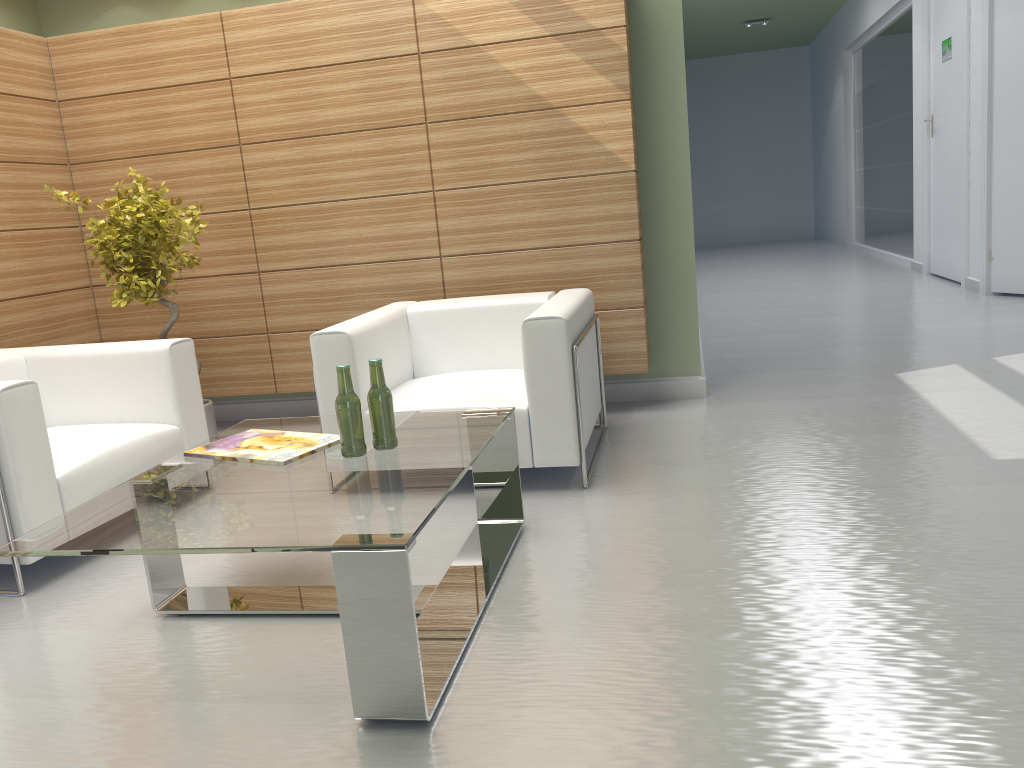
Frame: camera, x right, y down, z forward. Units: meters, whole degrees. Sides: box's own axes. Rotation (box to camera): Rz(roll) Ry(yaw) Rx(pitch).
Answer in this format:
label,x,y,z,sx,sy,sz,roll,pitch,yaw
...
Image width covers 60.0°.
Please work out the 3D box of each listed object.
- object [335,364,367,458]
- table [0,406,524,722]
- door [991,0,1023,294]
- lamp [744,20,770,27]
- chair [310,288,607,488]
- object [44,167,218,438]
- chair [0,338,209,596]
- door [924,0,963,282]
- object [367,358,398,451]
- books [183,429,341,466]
label,x,y,z,sx,sy,sz,roll,pitch,yaw
object,-0.831,0.136,4.518,0.131,0.475,0.131,-10,12,-23
table,-1.023,0.771,4.556,1.783,0.742,2.197,-3,11,12
door,7.306,-3.704,11.809,0.134,5.083,2.089,-9,12,-18
lamp,6.705,-9.919,24.305,0.657,0.159,0.286,-3,11,12
chair,-0.315,0.011,6.928,1.894,1.234,1.802,-3,11,12
object,-3.093,-0.539,7.546,1.201,2.565,1.116,-9,12,-20
chair,-3.375,0.461,6.115,1.769,1.234,1.894,-2,12,16
door,7.327,-4.337,15.006,0.250,5.083,2.089,-3,11,12
object,-0.682,0.104,4.608,0.131,0.475,0.131,-10,12,-23
books,-1.353,0.342,4.893,0.762,0.025,0.508,1,13,31
